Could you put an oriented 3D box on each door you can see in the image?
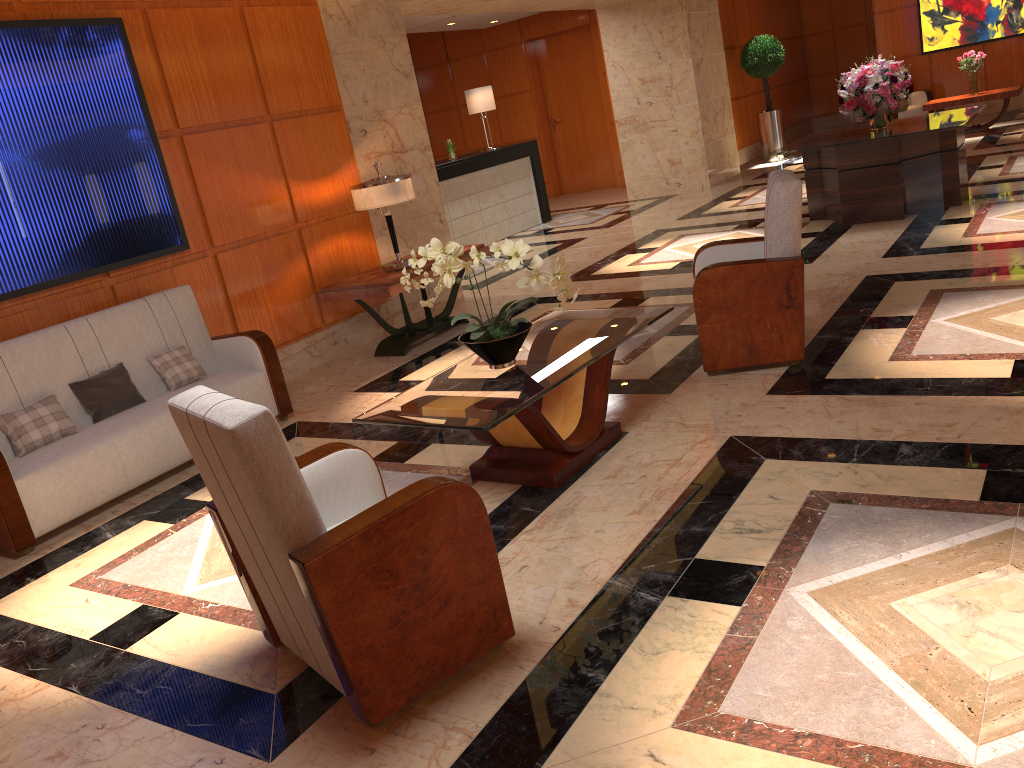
[{"bbox_3d":[1.089,-4.586,15.022,1.285,2.671,0.344,-1,18,35],"label":"door"}]

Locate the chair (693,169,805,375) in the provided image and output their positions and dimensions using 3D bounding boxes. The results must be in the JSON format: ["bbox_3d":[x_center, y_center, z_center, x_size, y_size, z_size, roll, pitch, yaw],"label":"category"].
[{"bbox_3d":[1.294,-0.638,4.871,0.628,0.952,0.746,-8,16,14],"label":"chair"}]

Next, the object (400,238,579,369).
[{"bbox_3d":[-0.098,-0.369,3.857,0.787,0.611,0.422,-8,16,13],"label":"object"}]

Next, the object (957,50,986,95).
[{"bbox_3d":[6.340,-4.287,12.205,0.329,0.590,0.351,-22,18,-33],"label":"object"}]

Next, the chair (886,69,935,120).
[{"bbox_3d":[6.415,-4.660,14.585,0.738,0.952,0.634,-13,15,-5],"label":"chair"}]

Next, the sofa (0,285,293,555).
[{"bbox_3d":[-2.184,0.081,4.944,0.612,0.923,1.817,-1,19,35],"label":"sofa"}]

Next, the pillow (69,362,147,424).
[{"bbox_3d":[-2.259,0.052,4.958,0.160,0.250,0.361,-2,18,31],"label":"pillow"}]

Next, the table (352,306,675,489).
[{"bbox_3d":[0.121,0.112,4.057,0.722,0.491,1.575,1,20,37],"label":"table"}]

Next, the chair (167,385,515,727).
[{"bbox_3d":[-0.530,0.405,2.694,0.633,0.952,0.740,-22,19,-34],"label":"chair"}]

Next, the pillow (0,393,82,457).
[{"bbox_3d":[-2.464,0.212,4.602,0.195,0.225,0.347,1,20,39],"label":"pillow"}]

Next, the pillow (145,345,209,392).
[{"bbox_3d":[-1.991,-0.091,5.294,0.202,0.227,0.276,0,20,37],"label":"pillow"}]

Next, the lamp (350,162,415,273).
[{"bbox_3d":[-0.920,-1.252,6.604,0.459,0.802,0.463,3,21,43],"label":"lamp"}]

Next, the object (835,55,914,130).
[{"bbox_3d":[3.321,-2.665,8.102,0.649,0.652,0.687,-4,17,26],"label":"object"}]

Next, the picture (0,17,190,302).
[{"bbox_3d":[-2.798,-1.217,4.841,0.056,1.438,2.017,-2,19,34],"label":"picture"}]

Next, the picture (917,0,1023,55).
[{"bbox_3d":[7.487,-6.303,14.006,1.996,1.720,0.057,-1,18,35],"label":"picture"}]

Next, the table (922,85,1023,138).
[{"bbox_3d":[6.424,-3.746,12.331,1.167,0.529,0.732,0,20,34],"label":"table"}]

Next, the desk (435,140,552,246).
[{"bbox_3d":[-0.704,-2.356,11.588,0.941,1.130,2.956,-1,19,34],"label":"desk"}]

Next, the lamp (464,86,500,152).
[{"bbox_3d":[-0.376,-3.581,11.990,0.374,0.812,0.374,-20,17,-28],"label":"lamp"}]

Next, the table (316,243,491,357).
[{"bbox_3d":[-0.765,-0.636,6.927,0.725,0.601,1.283,-1,20,35],"label":"table"}]

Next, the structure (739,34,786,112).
[{"bbox_3d":[4.035,-4.668,14.060,0.720,1.696,0.730,-8,15,13],"label":"structure"}]

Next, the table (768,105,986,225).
[{"bbox_3d":[3.469,-2.012,8.294,1.600,0.738,1.617,0,20,34],"label":"table"}]
